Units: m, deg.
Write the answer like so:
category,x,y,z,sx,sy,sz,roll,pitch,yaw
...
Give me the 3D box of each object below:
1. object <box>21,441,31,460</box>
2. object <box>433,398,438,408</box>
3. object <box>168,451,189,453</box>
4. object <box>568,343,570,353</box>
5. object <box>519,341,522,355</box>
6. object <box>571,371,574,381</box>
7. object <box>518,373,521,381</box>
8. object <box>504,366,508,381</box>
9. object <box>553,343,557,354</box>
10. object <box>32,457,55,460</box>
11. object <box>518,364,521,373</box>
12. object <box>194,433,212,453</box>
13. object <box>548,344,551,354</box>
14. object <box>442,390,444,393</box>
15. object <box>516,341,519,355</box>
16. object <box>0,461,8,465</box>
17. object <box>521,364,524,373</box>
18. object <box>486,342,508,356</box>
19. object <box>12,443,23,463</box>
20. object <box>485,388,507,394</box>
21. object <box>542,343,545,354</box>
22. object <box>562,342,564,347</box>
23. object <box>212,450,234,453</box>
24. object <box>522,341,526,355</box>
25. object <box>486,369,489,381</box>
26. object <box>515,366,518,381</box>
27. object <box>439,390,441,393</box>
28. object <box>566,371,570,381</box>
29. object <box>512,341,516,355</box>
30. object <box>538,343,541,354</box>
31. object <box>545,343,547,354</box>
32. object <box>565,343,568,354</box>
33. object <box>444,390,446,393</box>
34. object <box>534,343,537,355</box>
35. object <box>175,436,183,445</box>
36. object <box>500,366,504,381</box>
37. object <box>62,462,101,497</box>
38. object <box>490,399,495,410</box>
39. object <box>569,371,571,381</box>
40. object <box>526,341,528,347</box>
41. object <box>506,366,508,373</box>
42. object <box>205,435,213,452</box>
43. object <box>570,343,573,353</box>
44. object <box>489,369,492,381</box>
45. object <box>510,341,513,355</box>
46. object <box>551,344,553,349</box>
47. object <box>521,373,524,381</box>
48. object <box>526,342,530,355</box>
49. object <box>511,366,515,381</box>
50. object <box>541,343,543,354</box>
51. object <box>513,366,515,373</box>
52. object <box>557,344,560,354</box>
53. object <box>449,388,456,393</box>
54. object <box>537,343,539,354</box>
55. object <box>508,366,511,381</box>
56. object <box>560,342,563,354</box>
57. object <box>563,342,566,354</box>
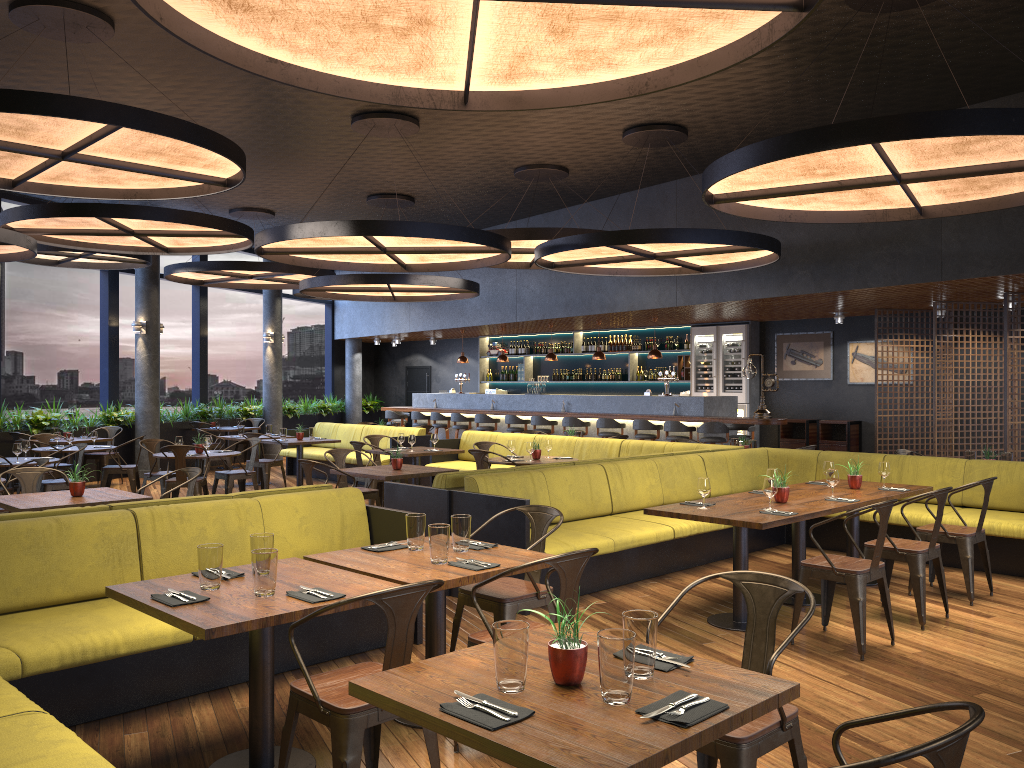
category,x,y,z,sx,sy,sz,roll,pitch,yaw
object,-5.416,0.735,9.877,0.097,0.206,0.097,0,0,35
object,-1.599,0.396,18.448,0.114,0.203,0.069,0,0,3
object,-4.066,0.829,10.858,0.255,0.019,0.157,0,0,24
object,1.210,-0.746,18.634,0.068,0.217,0.068,0,0,-40
object,0.196,-0.794,19.551,0.085,0.310,0.086,0,0,-26
object,1.282,-0.171,18.667,0.088,0.224,0.088,0,0,20
object,0.191,-0.155,19.597,0.080,0.192,0.098,0,0,-44
object,-0.140,-0.230,19.905,0.094,0.340,0.094,0,0,-31
object,0.916,-0.749,18.841,0.088,0.224,0.088,0,0,40
object,-5.242,0.829,9.868,0.157,0.019,0.255,0,0,44
object,0.193,-0.348,19.598,0.080,0.192,0.098,0,0,-44
object,-3.772,0.700,10.722,0.260,0.271,0.238,0,0,-6
object,0.795,-0.746,18.923,0.068,0.217,0.068,0,0,35
object,-1.501,0.168,19.386,0.042,0.059,0.042,0,0,43
object,0.122,-0.794,19.755,0.085,0.310,0.086,0,0,-33
object,-5.396,0.829,9.329,0.157,0.019,0.255,0,0,-2
object,0.262,-0.348,19.525,0.080,0.192,0.098,0,0,-44
object,-0.346,-0.797,20.197,0.229,0.319,0.579,0,0,-44
object,-5.268,0.735,9.448,0.097,0.206,0.097,0,0,-29
object,-0.420,0.380,20.034,0.550,0.569,0.355,0,0,-44
object,0.675,-0.764,19.066,0.063,0.254,0.063,0,0,-27
object,1.076,-0.764,18.846,0.063,0.254,0.063,0,0,-37
object,-3.564,0.829,10.914,0.157,0.019,0.255,0,0,44
object,0.267,-0.794,19.476,0.085,0.310,0.086,0,0,-11
object,-0.558,-0.199,20.426,0.079,0.281,0.079,0,0,-26
object,0.105,-0.230,19.818,0.094,0.340,0.094,0,0,-22
object,-1.574,0.168,19.329,0.042,0.059,0.042,0,0,43
object,1.182,-0.171,18.608,0.088,0.224,0.088,0,0,-30
object,0.051,-0.794,19.692,0.085,0.310,0.086,0,0,-17
object,0.601,-0.764,19.167,0.063,0.254,0.063,0,0,18
object,0.728,-0.764,19.167,0.063,0.254,0.063,0,0,-7
object,1.138,-0.746,18.574,0.068,0.217,0.068,0,0,30
object,-1.477,0.168,19.432,0.042,0.059,0.042,0,0,43
object,0.500,-0.764,19.229,0.063,0.254,0.063,0,0,28
object,-4.015,0.735,10.691,0.097,0.206,0.097,0,0,-3
object,-0.218,-0.230,19.966,0.094,0.340,0.094,0,0,-22
object,-3.229,0.700,6.600,0.260,0.271,0.238,0,0,-6
object,-0.373,0.396,17.218,0.114,0.203,0.069,0,0,6
object,1.197,-0.171,18.721,0.088,0.224,0.088,0,0,10
object,0.335,-0.794,19.542,0.085,0.310,0.086,0,0,-4
object,-0.129,-0.230,20.021,0.094,0.340,0.094,0,0,-38
object,-3.738,0.735,10.923,0.097,0.206,0.097,0,0,17
object,1.261,-0.750,18.489,0.088,0.224,0.088,0,0,-30
object,-0.492,-0.199,20.364,0.079,0.281,0.079,0,0,-41
object,-0.012,-0.794,19.760,0.085,0.310,0.086,0,0,-11
object,0.868,-0.746,18.982,0.068,0.217,0.068,0,0,-25
object,0.262,-0.155,19.525,0.080,0.192,0.098,0,0,-44
object,0.352,-0.776,19.396,0.083,0.301,0.083,0,0,-37
object,0.016,-0.230,19.762,0.094,0.340,0.094,0,0,-5
object,0.652,-0.764,19.233,0.063,0.254,0.063,0,0,18
object,0.023,-0.230,19.890,0.094,0.340,0.094,0,0,-35
object,0.998,-0.749,18.909,0.088,0.224,0.088,0,0,40
object,-1.140,0.144,19.825,0.766,0.106,0.200,0,0,-44
object,0.585,-0.764,19.296,0.063,0.254,0.063,0,0,23
object,-0.047,-0.230,19.959,0.094,0.340,0.094,0,0,-22
object,1.046,-0.764,18.714,0.063,0.254,0.063,0,0,3
object,1.118,-0.764,18.768,0.063,0.254,0.063,0,0,-17
